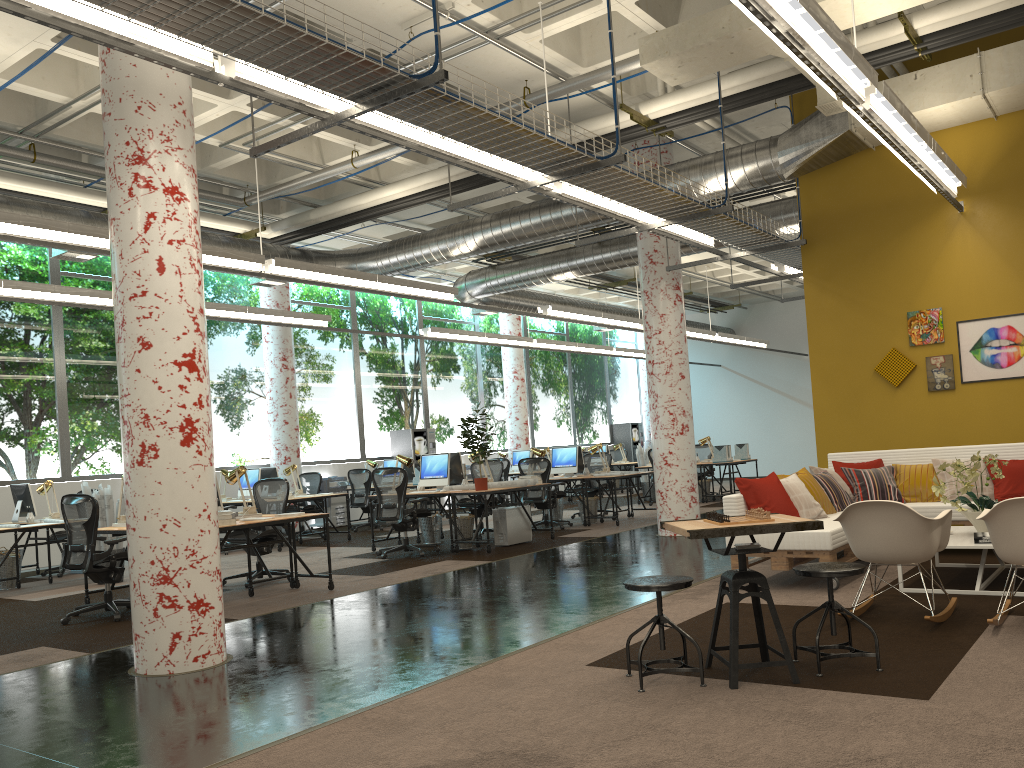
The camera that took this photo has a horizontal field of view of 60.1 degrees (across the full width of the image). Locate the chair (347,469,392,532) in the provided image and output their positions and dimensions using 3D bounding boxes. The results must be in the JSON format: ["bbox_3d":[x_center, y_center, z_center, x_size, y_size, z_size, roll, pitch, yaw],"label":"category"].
[{"bbox_3d":[-2.522,2.017,15.546,0.771,1.084,0.793,-5,-3,20],"label":"chair"}]

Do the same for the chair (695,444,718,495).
[{"bbox_3d":[3.821,1.772,18.074,0.771,1.084,0.793,-5,-3,20],"label":"chair"}]

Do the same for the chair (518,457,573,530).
[{"bbox_3d":[0.456,1.639,13.356,0.771,1.084,0.793,-5,-3,20],"label":"chair"}]

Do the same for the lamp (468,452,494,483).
[{"bbox_3d":[-0.355,1.149,11.572,0.208,0.610,0.529,-3,-3,-34],"label":"lamp"}]

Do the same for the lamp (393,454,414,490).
[{"bbox_3d":[-1.473,1.229,11.605,0.218,0.610,0.529,-3,-3,-34],"label":"lamp"}]

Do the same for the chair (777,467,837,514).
[{"bbox_3d":[2.533,0.949,7.675,0.546,0.437,0.317,-1,-4,-41],"label":"chair"}]

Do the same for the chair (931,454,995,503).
[{"bbox_3d":[4.149,0.865,8.069,0.526,0.427,0.312,-5,-3,15],"label":"chair"}]

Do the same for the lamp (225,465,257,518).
[{"bbox_3d":[-2.574,1.086,8.505,0.218,0.610,0.529,-3,-3,-34],"label":"lamp"}]

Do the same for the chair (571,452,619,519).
[{"bbox_3d":[1.383,1.697,14.928,0.771,1.084,0.793,-5,-3,20],"label":"chair"}]

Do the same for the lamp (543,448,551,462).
[{"bbox_3d":[0.839,1.707,19.535,0.218,0.610,0.529,-3,-3,-34],"label":"lamp"}]

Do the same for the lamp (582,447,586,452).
[{"bbox_3d":[1.641,1.856,22.181,0.218,0.610,0.529,-3,-3,-34],"label":"lamp"}]

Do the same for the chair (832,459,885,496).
[{"bbox_3d":[3.444,0.954,8.689,0.534,0.436,0.287,-4,-2,9],"label":"chair"}]

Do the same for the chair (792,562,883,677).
[{"bbox_3d":[1.602,1.160,4.425,0.346,0.496,0.338,-4,-2,-4],"label":"chair"}]

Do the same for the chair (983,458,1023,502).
[{"bbox_3d":[4.503,0.841,7.828,0.519,0.394,0.335,-5,-3,14],"label":"chair"}]

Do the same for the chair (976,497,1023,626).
[{"bbox_3d":[2.998,0.981,4.985,0.616,0.752,0.793,-6,-4,36],"label":"chair"}]

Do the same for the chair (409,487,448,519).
[{"bbox_3d":[-1.595,2.074,17.117,0.771,1.084,0.793,-5,-3,20],"label":"chair"}]

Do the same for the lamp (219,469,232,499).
[{"bbox_3d":[-4.498,1.635,13.840,0.218,0.610,0.529,-3,-3,-34],"label":"lamp"}]

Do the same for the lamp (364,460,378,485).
[{"bbox_3d":[-2.642,1.702,16.359,0.208,0.610,0.529,-3,-3,-34],"label":"lamp"}]

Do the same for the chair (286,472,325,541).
[{"bbox_3d":[-3.447,2.007,14.602,0.771,1.084,0.793,-5,-3,20],"label":"chair"}]

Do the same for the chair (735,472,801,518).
[{"bbox_3d":[2.028,0.929,7.014,0.534,0.444,0.302,-2,-3,-37],"label":"chair"}]

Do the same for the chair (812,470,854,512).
[{"bbox_3d":[2.846,0.985,7.994,0.523,0.407,0.342,-1,-4,-38],"label":"chair"}]

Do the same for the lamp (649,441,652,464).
[{"bbox_3d":[2.769,1.399,17.312,0.218,0.610,0.529,-3,-3,-34],"label":"lamp"}]

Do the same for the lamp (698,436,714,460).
[{"bbox_3d":[3.892,1.319,17.282,0.218,0.610,0.529,-3,-3,-34],"label":"lamp"}]

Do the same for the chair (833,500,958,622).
[{"bbox_3d":[2.360,1.062,5.456,0.616,0.752,0.793,-6,-4,36],"label":"chair"}]

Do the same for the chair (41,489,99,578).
[{"bbox_3d":[-5.690,1.927,11.555,0.771,1.084,0.793,-5,-3,20],"label":"chair"}]

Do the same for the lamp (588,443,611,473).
[{"bbox_3d":[1.450,1.244,14.134,0.208,0.610,0.529,-3,-3,-34],"label":"lamp"}]

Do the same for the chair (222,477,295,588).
[{"bbox_3d":[-2.645,1.539,9.296,0.771,1.084,0.793,-5,-3,20],"label":"chair"}]

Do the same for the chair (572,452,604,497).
[{"bbox_3d":[1.766,2.171,21.371,0.771,1.084,0.793,-5,-3,20],"label":"chair"}]

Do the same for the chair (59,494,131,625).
[{"bbox_3d":[-3.572,1.481,7.725,0.771,1.084,0.793,-5,-3,20],"label":"chair"}]

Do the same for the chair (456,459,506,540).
[{"bbox_3d":[-0.422,1.601,12.366,0.771,1.084,0.793,-5,-3,20],"label":"chair"}]

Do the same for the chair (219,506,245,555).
[{"bbox_3d":[-4.374,1.950,13.030,0.771,1.084,0.793,-5,-3,20],"label":"chair"}]

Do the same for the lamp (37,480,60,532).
[{"bbox_3d":[-5.623,1.474,10.760,0.208,0.610,0.529,-3,-3,-34],"label":"lamp"}]

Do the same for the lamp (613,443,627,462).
[{"bbox_3d":[2.764,1.776,22.151,0.218,0.610,0.529,-3,-3,-34],"label":"lamp"}]

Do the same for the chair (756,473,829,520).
[{"bbox_3d":[2.333,0.956,7.350,0.524,0.400,0.332,-2,-3,-35],"label":"chair"}]

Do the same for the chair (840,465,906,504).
[{"bbox_3d":[3.432,0.971,8.392,0.516,0.391,0.358,-4,-3,5],"label":"chair"}]

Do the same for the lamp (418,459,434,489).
[{"bbox_3d":[-1.524,1.621,16.326,0.218,0.610,0.529,-3,-3,-34],"label":"lamp"}]

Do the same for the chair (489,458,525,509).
[{"bbox_3d":[-0.160,2.102,18.755,0.771,1.084,0.793,-5,-3,20],"label":"chair"}]

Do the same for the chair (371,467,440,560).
[{"bbox_3d":[-1.349,1.544,10.794,0.771,1.084,0.793,-5,-3,20],"label":"chair"}]

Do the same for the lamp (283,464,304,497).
[{"bbox_3d":[-3.380,1.555,13.807,0.208,0.610,0.529,-3,-3,-34],"label":"lamp"}]

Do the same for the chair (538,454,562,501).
[{"bbox_3d":[0.768,2.159,20.327,0.771,1.084,0.793,-5,-3,20],"label":"chair"}]

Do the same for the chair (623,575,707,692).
[{"bbox_3d":[0.738,1.215,4.370,0.346,0.496,0.338,-4,-2,-4],"label":"chair"}]

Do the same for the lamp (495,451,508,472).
[{"bbox_3d":[-0.284,1.787,19.565,0.218,0.610,0.529,-3,-3,-34],"label":"lamp"}]

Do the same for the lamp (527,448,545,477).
[{"bbox_3d":[0.335,1.324,14.169,0.208,0.610,0.529,-3,-3,-34],"label":"lamp"}]

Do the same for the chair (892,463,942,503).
[{"bbox_3d":[3.830,0.938,8.318,0.522,0.381,0.366,-6,-4,33],"label":"chair"}]

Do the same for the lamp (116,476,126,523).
[{"bbox_3d":[-3.696,1.167,8.535,0.218,0.610,0.529,-3,-3,-34],"label":"lamp"}]

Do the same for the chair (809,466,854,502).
[{"bbox_3d":[3.032,0.971,8.368,0.335,0.437,0.545,-6,-4,41],"label":"chair"}]
